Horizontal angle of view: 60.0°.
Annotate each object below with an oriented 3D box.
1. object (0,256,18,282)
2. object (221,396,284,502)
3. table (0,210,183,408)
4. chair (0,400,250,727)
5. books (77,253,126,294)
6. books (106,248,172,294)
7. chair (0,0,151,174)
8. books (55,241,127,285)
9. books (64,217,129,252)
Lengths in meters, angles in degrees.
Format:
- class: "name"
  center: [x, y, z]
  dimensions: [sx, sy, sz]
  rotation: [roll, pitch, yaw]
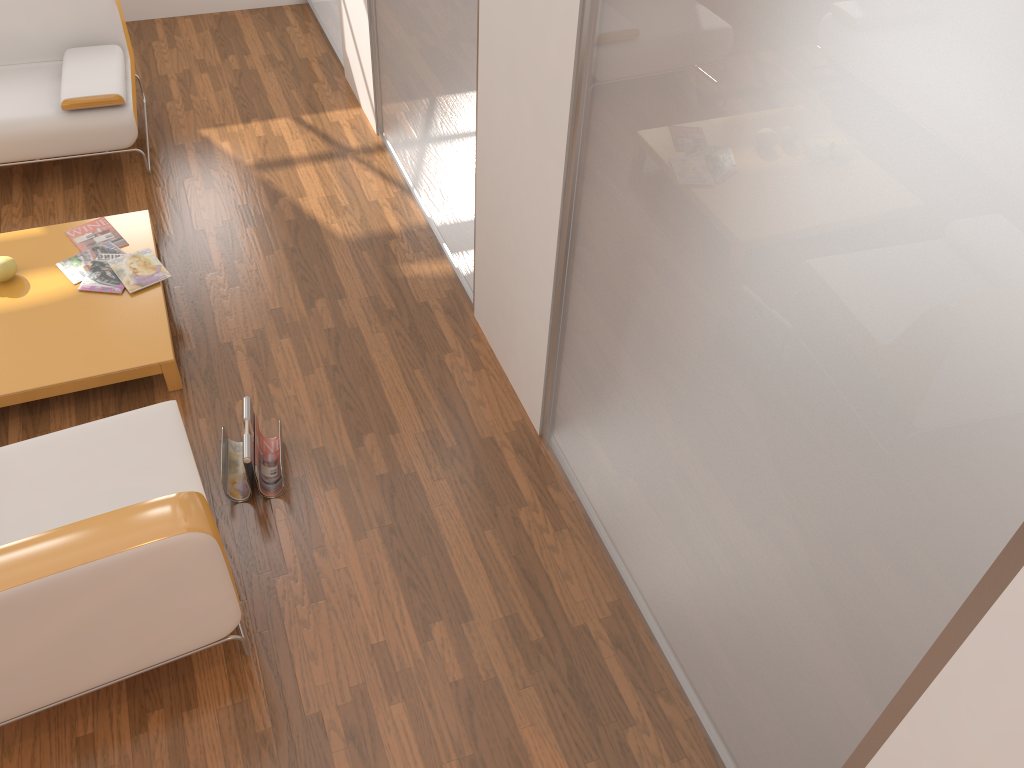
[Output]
- class: "object"
  center: [-1.970, -0.444, 3.427]
  dimensions: [0.105, 0.091, 0.103]
  rotation: [-18, 48, -20]
- class: "object"
  center: [-0.866, 0.214, 2.950]
  dimensions: [0.189, 0.217, 0.281]
  rotation: [-7, 45, -10]
- class: "table"
  center: [-1.860, -0.256, 3.414]
  dimensions: [1.000, 0.150, 1.000]
  rotation: [-14, 47, -17]
- class: "chair"
  center: [-1.299, 0.420, 2.396]
  dimensions: [0.923, 0.661, 0.825]
  rotation: [-17, 48, -20]
- class: "books"
  center: [-1.586, -0.441, 3.502]
  dimensions: [0.171, 0.004, 0.249]
  rotation: [3, 44, -1]
- class: "books"
  center: [-1.478, -0.454, 3.517]
  dimensions: [0.171, 0.004, 0.249]
  rotation: [-27, 52, -28]
- class: "chair"
  center: [-2.286, -1.420, 4.206]
  dimensions: [0.923, 0.661, 0.825]
  rotation: [-11, 46, -14]
- class: "books"
  center: [-1.676, -0.489, 3.552]
  dimensions: [0.171, 0.004, 0.249]
  rotation: [35, 53, 28]
- class: "books"
  center: [-1.720, -0.606, 3.668]
  dimensions: [0.171, 0.004, 0.249]
  rotation: [-30, 53, -29]
